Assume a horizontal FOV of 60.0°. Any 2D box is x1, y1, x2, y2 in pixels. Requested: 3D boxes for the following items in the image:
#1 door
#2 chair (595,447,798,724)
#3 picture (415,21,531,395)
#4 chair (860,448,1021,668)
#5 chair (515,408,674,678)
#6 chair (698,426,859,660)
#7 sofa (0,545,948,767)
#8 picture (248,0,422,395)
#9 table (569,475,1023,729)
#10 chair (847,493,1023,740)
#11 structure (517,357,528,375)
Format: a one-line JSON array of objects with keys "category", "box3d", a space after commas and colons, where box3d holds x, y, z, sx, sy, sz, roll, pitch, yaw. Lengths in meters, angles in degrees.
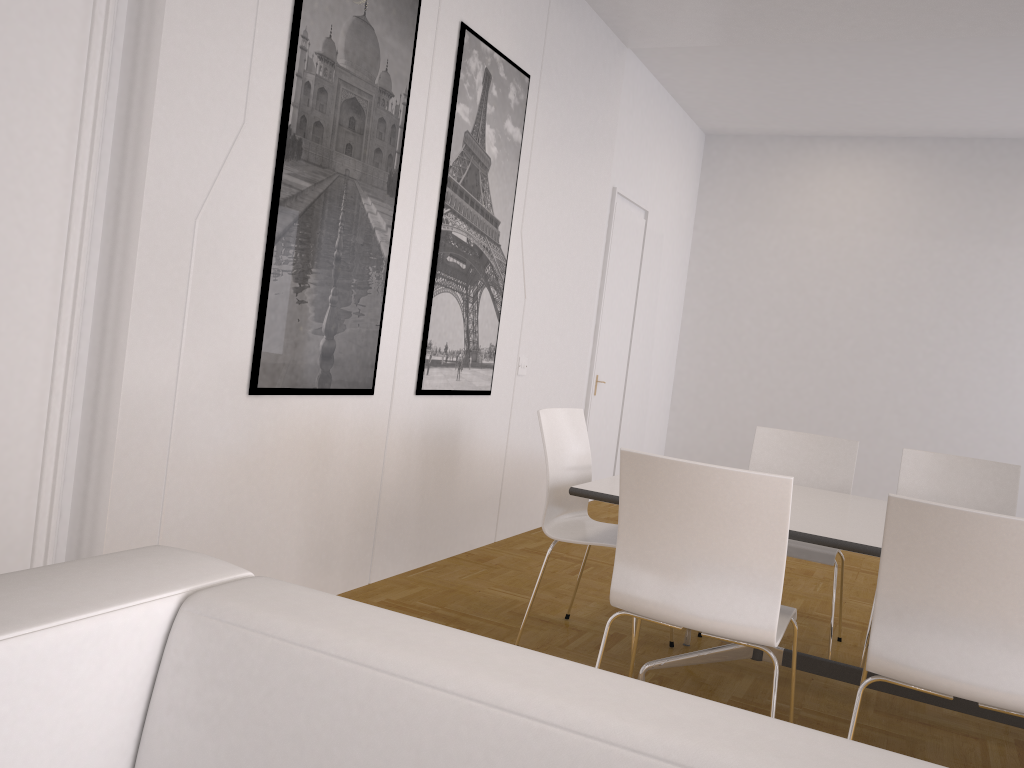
[{"category": "door", "box3d": [0.807, -0.277, 7.168, 0.132, 2.452, 0.871, 8, 2, 25]}, {"category": "chair", "box3d": [0.564, 0.674, 2.628, 0.561, 0.930, 0.575, 8, 2, 25]}, {"category": "picture", "box3d": [-0.174, -0.823, 4.557, 0.016, 1.779, 0.786, 8, 2, 25]}, {"category": "chair", "box3d": [1.836, 0.782, 3.743, 0.561, 0.930, 0.575, 8, 2, 25]}, {"category": "chair", "box3d": [0.361, 0.598, 3.570, 0.576, 0.930, 0.560, 8, 2, 25]}, {"category": "chair", "box3d": [1.245, 0.695, 4.028, 0.561, 0.930, 0.575, 8, 2, 25]}, {"category": "sofa", "box3d": [0.460, 0.796, 0.305, 2.625, 0.848, 0.822, 8, 2, 25]}, {"category": "picture", "box3d": [-0.666, -0.837, 3.527, 0.013, 1.779, 0.786, 8, 2, 25]}, {"category": "table", "box3d": [1.487, 0.871, 3.045, 2.413, 0.722, 1.210, 8, 3, 25]}, {"category": "chair", "box3d": [1.192, 0.767, 2.326, 0.561, 0.930, 0.575, 8, 2, 25]}, {"category": "structure", "box3d": [0.065, -0.106, 5.281, 0.013, 0.104, 0.114, 8, 2, 25]}]
